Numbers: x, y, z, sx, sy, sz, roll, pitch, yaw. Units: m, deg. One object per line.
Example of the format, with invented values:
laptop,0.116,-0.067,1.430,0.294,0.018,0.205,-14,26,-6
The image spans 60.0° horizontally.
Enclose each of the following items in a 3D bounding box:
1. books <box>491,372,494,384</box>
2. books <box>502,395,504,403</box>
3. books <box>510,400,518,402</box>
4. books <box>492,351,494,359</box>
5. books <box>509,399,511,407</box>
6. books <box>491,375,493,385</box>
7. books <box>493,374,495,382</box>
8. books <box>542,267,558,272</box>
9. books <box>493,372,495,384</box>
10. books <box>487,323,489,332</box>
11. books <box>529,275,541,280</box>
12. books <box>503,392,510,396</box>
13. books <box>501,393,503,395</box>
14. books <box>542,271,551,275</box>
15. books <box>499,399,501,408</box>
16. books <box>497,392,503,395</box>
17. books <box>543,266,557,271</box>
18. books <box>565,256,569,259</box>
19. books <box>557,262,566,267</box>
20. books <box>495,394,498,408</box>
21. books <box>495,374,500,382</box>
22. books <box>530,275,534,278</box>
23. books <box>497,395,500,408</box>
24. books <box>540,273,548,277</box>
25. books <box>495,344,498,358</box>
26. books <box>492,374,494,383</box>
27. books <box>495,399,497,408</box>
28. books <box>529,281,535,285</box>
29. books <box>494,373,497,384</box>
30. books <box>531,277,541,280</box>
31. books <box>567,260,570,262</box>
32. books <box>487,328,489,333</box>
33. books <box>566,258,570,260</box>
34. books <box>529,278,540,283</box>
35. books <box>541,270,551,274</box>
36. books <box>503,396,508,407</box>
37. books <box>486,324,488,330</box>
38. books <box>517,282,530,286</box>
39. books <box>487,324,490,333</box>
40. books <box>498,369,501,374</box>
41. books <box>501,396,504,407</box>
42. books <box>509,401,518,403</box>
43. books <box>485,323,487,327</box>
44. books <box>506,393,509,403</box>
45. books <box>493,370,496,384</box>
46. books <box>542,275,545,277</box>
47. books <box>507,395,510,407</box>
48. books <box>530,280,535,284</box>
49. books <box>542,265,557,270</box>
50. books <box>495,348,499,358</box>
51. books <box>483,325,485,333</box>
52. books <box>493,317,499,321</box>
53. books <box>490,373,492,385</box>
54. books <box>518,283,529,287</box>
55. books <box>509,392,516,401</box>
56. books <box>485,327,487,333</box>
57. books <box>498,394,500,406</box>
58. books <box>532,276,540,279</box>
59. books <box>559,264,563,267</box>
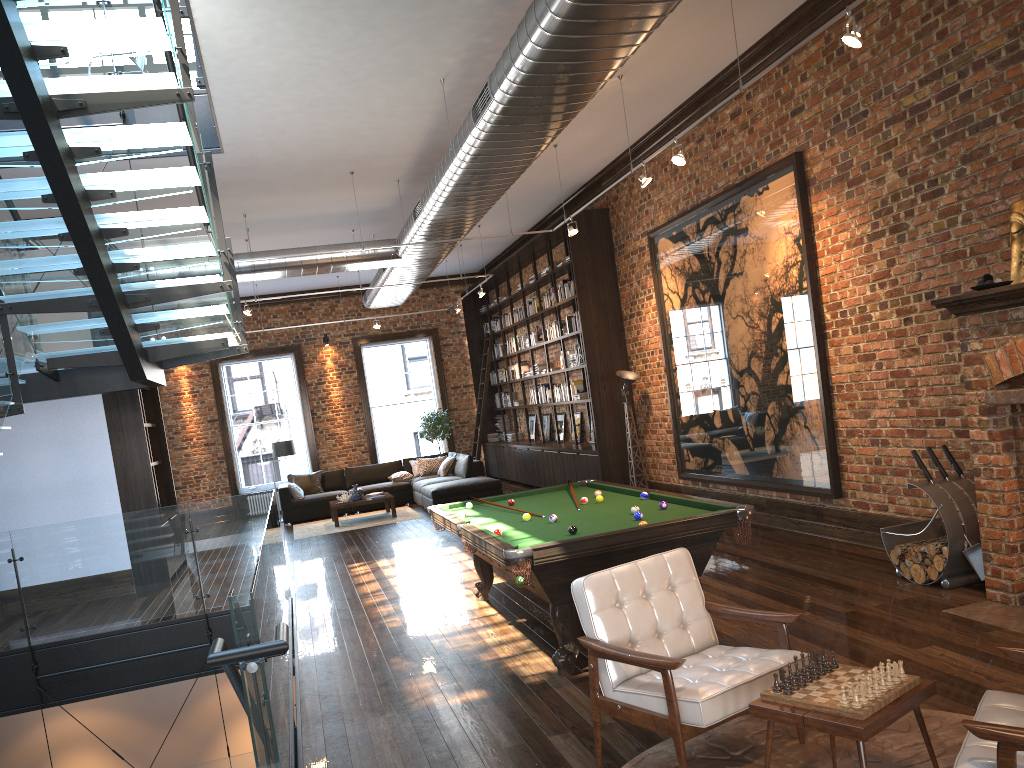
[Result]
books,-0.338,-0.130,18.987,0.188,0.274,0.013,-9,4,-14
books,-0.093,0.346,18.446,0.178,0.257,0.031,-9,4,-14
books,0.071,0.336,17.864,0.159,0.007,0.323,-8,-1,-14
books,-0.321,-0.654,18.585,0.178,0.287,0.024,-9,4,-14
books,0.014,0.340,18.073,0.139,0.228,0.030,-9,4,-14
books,-0.346,-0.096,19.077,0.188,0.211,0.028,-8,4,-14
books,-0.294,-0.111,18.876,0.180,0.221,0.012,-9,4,-14
books,0.621,-1.843,14.356,0.169,0.034,0.286,-8,-1,-19
books,-0.311,-0.139,18.925,0.170,0.283,0.027,-9,4,-14
books,-0.407,-1.152,18.652,0.188,0.285,0.032,-9,4,-14
books,0.429,-1.817,15.046,0.204,0.017,0.360,-8,-1,-17
books,-0.083,0.319,18.354,0.165,0.305,0.013,-9,4,-14
books,-0.143,0.332,18.676,0.139,0.306,0.016,-9,4,-14
books,0.612,-1.800,14.355,0.205,0.009,0.333,-8,-1,-11
books,-0.176,0.390,18.748,0.167,0.203,0.034,-9,4,-14
books,-0.233,0.343,18.998,0.157,0.320,0.013,-9,4,-14
books,0.615,-1.867,14.354,0.167,0.015,0.369,-8,-1,-10
books,0.942,-1.893,13.018,0.201,0.015,0.361,-8,-1,-19
books,0.826,-1.819,13.458,0.219,0.019,0.328,-8,-1,-11
books,-0.249,0.359,19.055,0.180,0.295,0.050,-9,4,-14
books,-0.241,-0.118,18.627,0.186,0.212,0.035,-8,4,-14
books,0.438,-1.839,15.048,0.192,0.009,0.305,-8,-1,-13
books,-0.220,0.366,18.917,0.176,0.267,0.026,-9,4,-14
books,0.609,-1.775,14.355,0.227,0.015,0.275,-8,-1,-16
books,-0.248,-0.677,18.336,0.188,0.305,0.014,-9,4,-14
books,-0.321,-0.110,18.978,0.178,0.229,0.016,-9,4,-14
books,-0.265,0.413,19.088,0.176,0.191,0.032,-8,4,-14
books,0.431,-1.718,15.050,0.227,0.011,0.372,-8,-1,-11
books,-0.269,-0.126,18.701,0.188,0.238,0.025,-9,4,-14
books,0.448,-1.790,15.052,0.171,0.021,0.307,-8,-1,-18
books,0.946,-1.827,13.021,0.229,0.007,0.352,-8,-1,-12
books,-0.433,-1.098,18.756,0.181,0.187,0.032,-8,4,-14
books,0.944,-1.863,13.019,0.229,0.018,0.314,-8,-1,-13
books,0.439,-1.763,15.050,0.192,0.030,0.313,-8,-1,-19
books,0.607,-1.814,14.354,0.216,0.020,0.234,-8,-1,-17
books,-0.065,0.351,18.234,0.211,0.234,0.019,-8,4,-14
books,-0.448,-1.138,18.783,0.176,0.271,0.029,-9,4,-14
books,0.245,-1.784,15.753,0.214,0.015,0.319,-8,-1,-17
books,-0.403,-1.144,18.579,0.190,0.264,0.065,-9,4,-14
books,-0.240,-0.162,18.651,0.178,0.300,0.015,-9,4,-14
books,-0.129,0.359,18.535,0.187,0.245,0.026,-9,4,-14
books,0.062,0.358,17.862,0.159,0.007,0.327,-8,-1,-19
books,-0.473,-1.151,18.929,0.180,0.309,0.014,-9,4,-14
books,-0.024,0.318,18.216,0.159,0.286,0.014,-9,4,-14
books,-0.284,-0.153,18.759,0.186,0.299,0.016,-9,4,-14
books,0.617,-1.764,14.358,0.216,0.010,0.342,-8,-1,-15
books,-0.001,0.340,18.098,0.163,0.233,0.026,-9,4,-14
books,0.440,-1.741,15.051,0.213,0.014,0.281,-8,-1,-12
books,0.613,-1.883,14.353,0.188,0.017,0.275,-8,-1,-12
books,-0.234,-0.643,18.279,0.190,0.230,0.034,-9,4,-14
books,-0.501,-1.130,18.977,0.186,0.276,0.015,-9,4,-14
books,-0.288,-1.204,18.174,0.167,0.339,0.016,-9,4,-14
books,-0.369,-0.118,19.092,0.186,0.262,0.014,-9,4,-14
books,0.251,-1.769,15.755,0.198,0.017,0.303,-8,-1,-19
books,0.018,0.311,18.042,0.129,0.284,0.030,-9,4,-14
books,-0.474,-1.107,18.901,0.187,0.220,0.016,-8,4,-14
books,-0.191,0.343,18.794,0.183,0.302,0.015,-9,4,-14
books,0.449,-1.806,15.051,0.179,0.010,0.277,-8,-1,-15
books,0.828,-1.804,13.459,0.214,0.012,0.251,-8,-1,-9
